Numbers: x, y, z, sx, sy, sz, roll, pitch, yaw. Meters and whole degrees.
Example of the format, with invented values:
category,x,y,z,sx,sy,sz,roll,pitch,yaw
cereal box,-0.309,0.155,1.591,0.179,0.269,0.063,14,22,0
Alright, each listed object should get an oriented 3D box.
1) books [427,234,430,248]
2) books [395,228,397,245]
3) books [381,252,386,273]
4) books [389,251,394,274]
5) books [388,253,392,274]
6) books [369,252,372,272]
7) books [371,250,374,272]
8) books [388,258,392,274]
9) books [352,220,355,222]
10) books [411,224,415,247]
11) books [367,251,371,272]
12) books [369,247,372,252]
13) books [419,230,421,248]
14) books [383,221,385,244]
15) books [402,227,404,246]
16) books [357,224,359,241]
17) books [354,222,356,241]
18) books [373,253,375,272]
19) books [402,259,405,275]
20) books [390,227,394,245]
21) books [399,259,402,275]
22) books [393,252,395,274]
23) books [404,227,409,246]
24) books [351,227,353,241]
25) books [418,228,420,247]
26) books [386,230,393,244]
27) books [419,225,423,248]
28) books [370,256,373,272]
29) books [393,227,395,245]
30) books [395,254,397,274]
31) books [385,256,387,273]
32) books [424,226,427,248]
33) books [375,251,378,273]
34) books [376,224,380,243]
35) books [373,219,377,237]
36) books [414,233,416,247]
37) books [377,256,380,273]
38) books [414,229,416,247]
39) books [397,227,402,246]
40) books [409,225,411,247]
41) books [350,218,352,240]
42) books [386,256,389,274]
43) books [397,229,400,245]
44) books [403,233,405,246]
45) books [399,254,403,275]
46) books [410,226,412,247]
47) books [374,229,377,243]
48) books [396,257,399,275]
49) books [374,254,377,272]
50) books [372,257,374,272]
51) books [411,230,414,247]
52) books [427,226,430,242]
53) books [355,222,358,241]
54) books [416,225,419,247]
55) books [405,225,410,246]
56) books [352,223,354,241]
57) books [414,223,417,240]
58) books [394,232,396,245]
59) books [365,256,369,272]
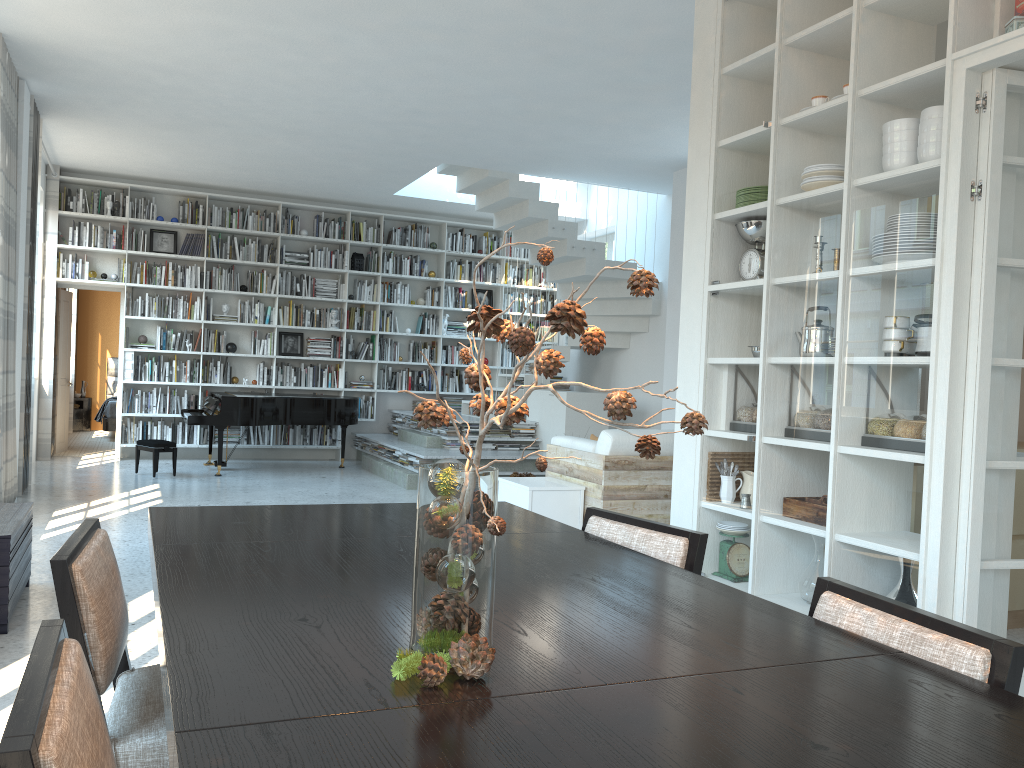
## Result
category,x,y,z,sx,sy,sz,roll,pitch,yaw
books,-1.115,-1.848,11.580,0.014,0.209,0.188,2,1,-23
books,-1.508,-1.874,11.408,0.013,0.229,0.173,2,1,-23
books,-1.648,-1.540,11.366,0.012,0.285,0.159,2,1,-23
books,-1.557,-1.548,11.405,0.014,0.307,0.152,2,1,-23
books,-1.572,-1.536,11.406,0.011,0.283,0.172,2,1,-23
books,-1.819,-1.542,11.288,0.022,0.272,0.181,2,1,-23
books,-1.794,-1.549,11.291,0.021,0.288,0.179,2,1,-23
books,-1.584,-1.499,11.384,0.026,0.208,0.181,2,1,-23
books,-2.015,-1.920,11.205,0.007,0.279,0.150,2,1,-23
books,-1.299,-1.907,11.505,0.006,0.312,0.179,2,1,-23
books,-1.829,-1.542,11.269,0.021,0.272,0.190,2,1,-23
books,-1.816,-1.576,11.304,0.025,0.339,0.142,2,1,-23
books,-1.220,-1.874,11.545,0.024,0.252,0.149,2,1,-23
books,-1.662,-1.918,11.334,0.019,0.304,0.175,2,1,-23
books,-1.435,-1.885,11.455,0.021,0.256,0.168,2,1,-23
books,-1.960,-1.895,11.208,0.015,0.234,0.171,2,1,-23
books,-1.993,-1.910,11.204,0.034,0.261,0.157,2,1,-23
books,-1.778,-1.532,11.309,0.005,0.255,0.158,2,1,-23
books,-1.424,-1.497,11.480,0.025,0.216,0.144,2,1,-23
books,-1.549,-1.883,11.395,0.009,0.244,0.173,2,1,-23
books,-1.461,-1.502,11.470,0.028,0.223,0.142,2,1,-23
books,-1.529,-1.541,11.433,0.021,0.296,0.138,2,1,-23
books,-1.375,-1.883,11.455,0.028,0.258,0.184,2,1,-23
books,-2.039,-1.878,11.195,0.015,0.193,0.160,2,1,-23
books,-1.234,-1.886,11.539,0.008,0.275,0.163,2,1,-23
books,-1.572,-1.865,11.378,0.046,0.206,0.183,2,1,-23
books,-1.201,-1.901,11.543,0.008,0.307,0.182,2,1,-23
books,-1.814,-1.514,11.308,0.024,0.217,0.168,2,1,-23
books,-1.543,-1.883,11.407,0.011,0.244,0.172,2,1,-23
books,-1.517,-1.531,11.446,0.012,0.276,0.133,2,1,-23
books,-1.634,-1.517,11.388,0.012,0.239,0.138,2,1,-23
books,-1.150,-1.894,11.566,0.013,0.297,0.188,2,1,-23
books,-1.743,-1.549,11.345,0.005,0.292,0.130,2,1,-23
books,-1.721,-1.895,11.309,0.029,0.253,0.186,2,1,-23
books,-1.751,-1.935,11.330,0.012,0.330,0.128,2,1,-23
books,-1.284,-1.851,11.496,0.018,0.201,0.188,2,1,-23
books,-1.725,-1.509,11.317,0.008,0.214,0.223,2,1,-23
books,-1.277,-1.876,11.515,0.008,0.251,0.170,2,1,-23
books,-1.458,-1.885,11.443,0.030,0.255,0.161,2,1,-23
books,-1.345,-1.901,11.506,0.017,0.295,0.139,2,1,-23
books,-2.044,-1.931,11.184,0.007,0.298,0.181,2,1,-23
books,-1.614,-1.518,11.390,0.026,0.243,0.148,2,1,-23
books,-1.486,-1.872,11.432,0.028,0.226,0.163,2,1,-23
books,-1.420,-1.852,11.482,0.031,0.190,0.132,2,1,-23
books,-1.440,-1.532,11.474,0.013,0.284,0.154,2,1,-23
books,-1.327,-1.895,11.508,0.007,0.285,0.159,2,1,-23
books,-1.763,-1.867,11.309,0.022,0.194,0.181,2,1,-23
books,-1.490,-1.512,11.433,0.027,0.241,0.160,2,1,-23
books,-1.753,-1.528,11.305,0.013,0.248,0.186,2,1,-23
books,-1.792,-1.511,11.315,0.013,0.211,0.140,2,1,-23
books,-1.310,-1.867,11.496,0.018,0.231,0.160,2,1,-23
books,-1.104,-1.896,11.584,0.006,0.306,0.163,2,1,-23
books,-1.977,-1.910,11.220,0.008,0.262,0.142,2,1,-23
books,-1.252,-1.899,11.506,0.015,0.299,0.183,2,1,-23
books,-1.359,-1.900,11.487,0.024,0.292,0.167,2,1,-23
books,-2.018,-1.900,11.176,0.007,0.239,0.191,2,1,-23
books,-1.268,-1.915,11.516,0.007,0.329,0.183,2,1,-23
books,-1.524,-1.852,11.415,0.009,0.183,0.160,2,1,-23
books,-1.850,-1.514,11.297,0.019,0.214,0.156,2,1,-23
